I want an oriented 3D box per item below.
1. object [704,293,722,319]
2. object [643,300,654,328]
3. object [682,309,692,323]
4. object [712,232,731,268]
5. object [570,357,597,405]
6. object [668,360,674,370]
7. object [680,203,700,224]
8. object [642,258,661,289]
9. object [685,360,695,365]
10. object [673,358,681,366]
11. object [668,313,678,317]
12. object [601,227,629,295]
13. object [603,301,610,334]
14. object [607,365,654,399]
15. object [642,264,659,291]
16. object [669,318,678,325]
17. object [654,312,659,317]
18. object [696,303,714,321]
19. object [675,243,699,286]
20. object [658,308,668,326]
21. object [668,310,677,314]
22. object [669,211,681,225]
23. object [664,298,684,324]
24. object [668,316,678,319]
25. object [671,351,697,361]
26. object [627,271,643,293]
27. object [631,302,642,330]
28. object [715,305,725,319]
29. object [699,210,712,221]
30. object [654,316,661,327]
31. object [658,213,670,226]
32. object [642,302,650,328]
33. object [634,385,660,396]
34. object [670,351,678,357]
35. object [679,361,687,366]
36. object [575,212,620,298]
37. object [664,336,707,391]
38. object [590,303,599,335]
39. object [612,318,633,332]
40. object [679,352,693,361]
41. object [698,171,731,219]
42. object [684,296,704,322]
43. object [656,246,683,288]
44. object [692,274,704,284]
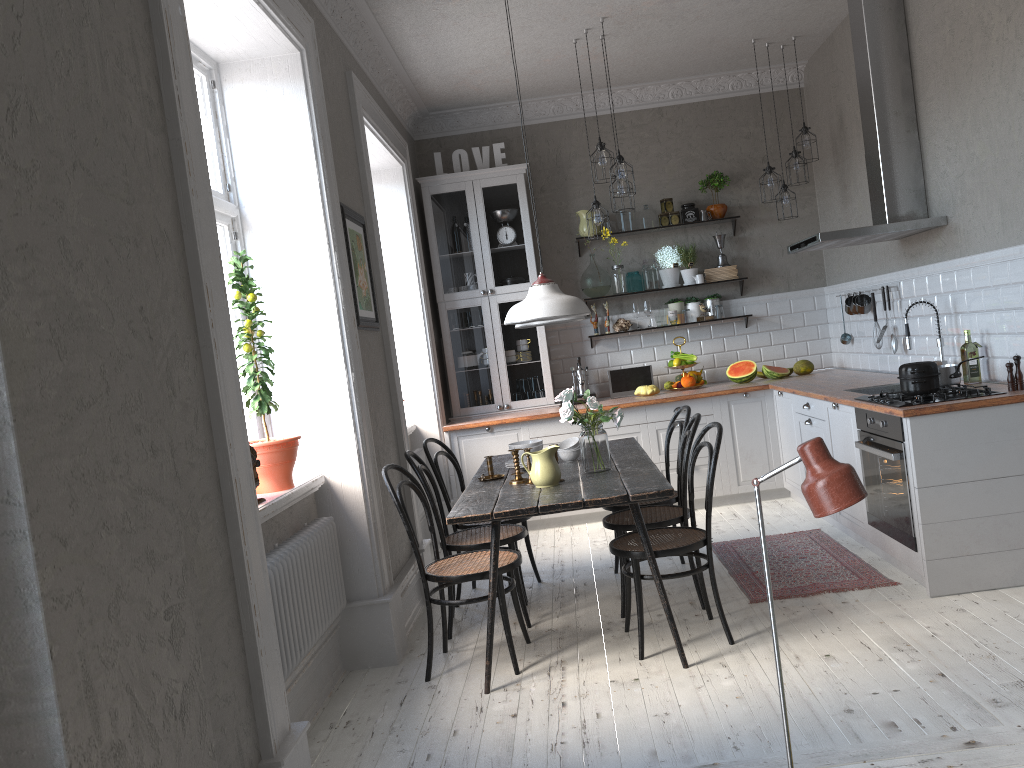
[{"bbox_3d":[1.644,-0.631,7.215,0.159,0.213,0.153,-8,2,0],"label":"object"},{"bbox_3d":[1.097,-0.558,7.092,0.082,0.217,0.081,-8,3,-12],"label":"object"},{"bbox_3d":[1.407,-0.546,7.133,0.078,0.108,0.077,-8,2,-4],"label":"object"},{"bbox_3d":[1.687,-1.083,7.145,0.132,0.288,0.129,-8,2,-13],"label":"object"},{"bbox_3d":[0.547,-0.032,6.959,0.205,0.370,0.353,-8,2,3],"label":"object"},{"bbox_3d":[1.281,-0.154,7.000,0.096,0.078,0.100,-8,2,-11],"label":"object"},{"bbox_3d":[1.430,-1.370,7.153,0.142,0.174,0.142,-8,2,2],"label":"object"},{"bbox_3d":[1.135,-0.891,7.249,0.131,0.264,0.132,-7,2,8],"label":"object"},{"bbox_3d":[1.392,-0.160,6.973,0.077,0.062,0.099,-9,2,-25],"label":"object"},{"bbox_3d":[1.290,-0.169,6.924,0.058,0.069,0.080,-7,2,22],"label":"object"},{"bbox_3d":[1.289,-0.534,7.080,0.076,0.051,0.078,-7,2,21],"label":"object"},{"bbox_3d":[0.820,-0.983,7.044,0.192,0.540,0.279,-8,2,-5],"label":"object"},{"bbox_3d":[0.773,-0.539,7.176,0.052,0.264,0.063,-6,3,38],"label":"object"},{"bbox_3d":[0.947,-0.016,7.042,0.351,0.226,0.088,-8,2,1],"label":"object"},{"bbox_3d":[1.108,-0.853,7.101,0.123,0.206,0.127,-7,3,25],"label":"object"},{"bbox_3d":[1.293,-0.500,7.082,0.077,0.051,0.077,-8,2,-5],"label":"object"},{"bbox_3d":[1.195,-0.541,7.200,0.077,0.083,0.079,-7,2,20],"label":"object"},{"bbox_3d":[1.553,-0.582,7.122,0.120,0.147,0.099,-9,3,-30],"label":"object"},{"bbox_3d":[1.415,-0.983,7.129,0.188,0.380,0.166,-9,3,-37],"label":"object"},{"bbox_3d":[1.222,-0.536,7.125,0.080,0.139,0.077,-9,3,-25],"label":"object"},{"bbox_3d":[1.285,-0.560,7.079,0.078,0.051,0.076,-8,2,-12],"label":"object"},{"bbox_3d":[1.310,-1.321,7.107,0.082,0.113,0.083,-7,2,12],"label":"object"},{"bbox_3d":[1.325,-0.593,7.204,0.158,0.217,0.154,-8,3,-18],"label":"object"},{"bbox_3d":[1.291,-0.517,7.081,0.077,0.051,0.077,-8,2,-5],"label":"object"},{"bbox_3d":[1.349,-0.221,6.965,0.209,0.101,0.067,-7,2,8],"label":"object"},{"bbox_3d":[0.993,-0.824,7.193,0.125,0.172,0.126,-7,2,6],"label":"object"},{"bbox_3d":[1.014,-0.550,7.188,0.082,0.217,0.081,-8,3,-12],"label":"object"},{"bbox_3d":[1.663,-0.579,7.102,0.078,0.108,0.077,-8,2,-4],"label":"object"},{"bbox_3d":[1.541,-1.341,7.055,0.093,0.096,0.075,-8,2,3],"label":"object"},{"bbox_3d":[1.200,-0.509,7.201,0.077,0.083,0.079,-7,2,20],"label":"object"},{"bbox_3d":[1.223,-1.310,7.112,0.082,0.113,0.083,-8,2,2],"label":"object"},{"bbox_3d":[1.099,-0.561,7.182,0.082,0.217,0.081,-8,3,-12],"label":"object"},{"bbox_3d":[1.041,0.051,6.840,0.196,0.083,0.189,-7,2,3],"label":"object"},{"bbox_3d":[1.280,-0.234,6.970,0.074,0.058,0.050,-8,3,-21],"label":"object"},{"bbox_3d":[1.335,-0.152,6.939,0.063,0.061,0.066,-8,2,2],"label":"object"},{"bbox_3d":[0.641,-1.030,7.088,0.340,0.674,0.331,-9,3,-29],"label":"object"},{"bbox_3d":[1.343,-0.165,6.994,0.355,0.426,0.348,-8,2,-13],"label":"object"},{"bbox_3d":[0.669,-0.526,7.193,0.054,0.264,0.060,-9,3,-27],"label":"object"},{"bbox_3d":[0.884,-0.477,7.152,0.179,0.111,0.095,-8,2,-21],"label":"object"},{"bbox_3d":[1.382,-0.218,7.033,0.178,0.096,0.089,-7,3,22],"label":"object"},{"bbox_3d":[1.644,-1.509,7.097,0.256,0.397,0.245,-6,3,27],"label":"object"},{"bbox_3d":[1.480,-0.610,7.209,0.170,0.214,0.150,-6,3,32],"label":"object"},{"bbox_3d":[1.288,-0.956,7.184,0.241,0.354,0.237,-7,3,20],"label":"object"},{"bbox_3d":[1.498,-0.837,7.070,0.104,0.071,0.064,-6,3,32],"label":"object"}]
